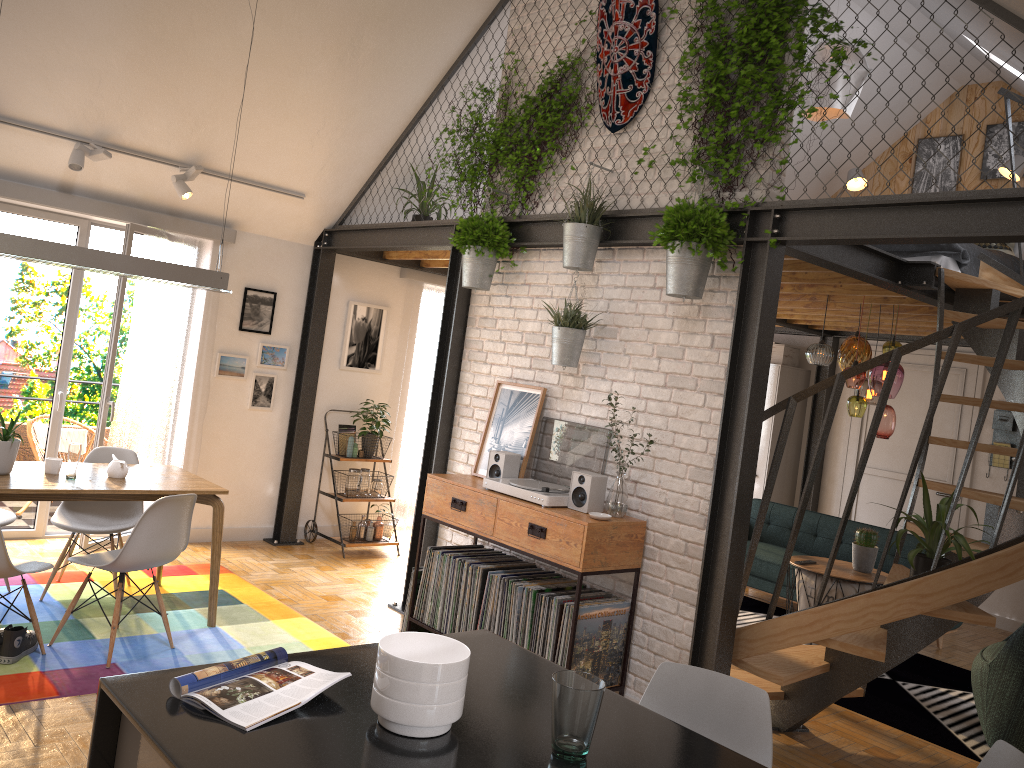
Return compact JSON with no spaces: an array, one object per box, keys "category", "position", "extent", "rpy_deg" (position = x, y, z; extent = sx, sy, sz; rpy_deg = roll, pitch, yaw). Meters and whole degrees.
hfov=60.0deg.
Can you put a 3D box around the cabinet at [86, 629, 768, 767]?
[{"category":"cabinet","position":[0.311,1.095,1.158],"extent":[0.997,1.136,2.443],"rpy_deg":[8,0,-42]}]

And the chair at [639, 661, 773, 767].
[{"category":"chair","position":[0.412,1.222,2.272],"extent":[0.405,0.867,0.428],"rpy_deg":[7,-1,29]}]

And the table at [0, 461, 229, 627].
[{"category":"table","position":[-2.370,0.850,4.635],"extent":[1.461,0.755,0.853],"rpy_deg":[7,0,-42]}]

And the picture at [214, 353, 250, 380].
[{"category":"picture","position":[-2.129,-0.134,6.743],"extent":[0.250,0.183,0.023],"rpy_deg":[8,-1,-42]}]

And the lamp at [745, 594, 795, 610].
[{"category":"lamp","position":[2.069,0.918,7.294],"extent":[0.569,1.719,2.364],"rpy_deg":[8,0,-33]}]

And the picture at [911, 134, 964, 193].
[{"category":"picture","position":[3.958,-2.034,8.254],"extent":[0.017,0.555,0.422],"rpy_deg":[9,-1,-42]}]

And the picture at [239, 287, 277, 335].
[{"category":"picture","position":[-1.963,-0.562,6.849],"extent":[0.260,0.336,0.021],"rpy_deg":[8,-1,-42]}]

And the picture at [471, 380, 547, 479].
[{"category":"picture","position":[-0.021,0.281,5.125],"extent":[0.126,0.576,0.412],"rpy_deg":[9,-1,-42]}]

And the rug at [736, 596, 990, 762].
[{"category":"rug","position":[1.825,1.776,6.232],"extent":[1.695,0.010,3.510],"rpy_deg":[7,2,-42]}]

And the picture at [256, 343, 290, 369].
[{"category":"picture","position":[-1.874,-0.219,6.958],"extent":[0.250,0.183,0.023],"rpy_deg":[8,-1,-42]}]

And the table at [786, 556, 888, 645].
[{"category":"table","position":[2.129,1.477,5.828],"extent":[0.681,0.686,0.681],"rpy_deg":[8,0,-2]}]

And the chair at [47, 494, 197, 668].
[{"category":"chair","position":[-0.993,0.083,2.695],"extent":[3.479,2.688,4.029],"rpy_deg":[8,0,-41]}]

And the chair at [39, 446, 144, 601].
[{"category":"chair","position":[-2.390,0.795,5.114],"extent":[0.464,0.802,0.543],"rpy_deg":[8,-1,-15]}]

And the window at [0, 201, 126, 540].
[{"category":"window","position":[0.818,-0.563,3.896],"extent":[7.761,4.469,8.654],"rpy_deg":[7,1,-42]}]

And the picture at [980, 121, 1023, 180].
[{"category":"picture","position":[4.357,-2.059,7.816],"extent":[0.011,0.507,0.382],"rpy_deg":[9,-1,-42]}]

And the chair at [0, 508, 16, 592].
[{"category":"chair","position":[-3.001,0.718,4.789],"extent":[0.543,0.802,0.464],"rpy_deg":[8,-1,17]}]

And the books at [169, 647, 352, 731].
[{"category":"books","position":[-0.497,0.599,1.771],"extent":[0.223,0.044,0.281],"rpy_deg":[8,1,31]}]

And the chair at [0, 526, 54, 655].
[{"category":"chair","position":[-2.325,0.829,3.898],"extent":[0.465,0.802,0.542],"rpy_deg":[8,-1,6]}]

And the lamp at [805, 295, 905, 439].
[{"category":"lamp","position":[2.360,-0.161,6.032],"extent":[0.618,1.014,0.490],"rpy_deg":[8,-1,-1]}]

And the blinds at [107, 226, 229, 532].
[{"category":"blinds","position":[-2.479,-0.016,6.343],"extent":[0.188,2.290,0.747],"rpy_deg":[7,-2,43]}]

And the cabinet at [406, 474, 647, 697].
[{"category":"cabinet","position":[0.018,1.071,4.698],"extent":[0.454,0.964,1.268],"rpy_deg":[9,0,-42]}]

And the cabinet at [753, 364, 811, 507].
[{"category":"cabinet","position":[2.265,0.757,9.430],"extent":[0.806,2.004,1.510],"rpy_deg":[9,-1,-42]}]

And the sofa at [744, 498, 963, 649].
[{"category":"sofa","position":[2.455,1.449,6.924],"extent":[0.822,0.783,1.979],"rpy_deg":[8,1,-42]}]

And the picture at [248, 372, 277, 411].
[{"category":"picture","position":[-1.949,0.059,6.924],"extent":[0.201,0.285,0.022],"rpy_deg":[8,-1,-42]}]

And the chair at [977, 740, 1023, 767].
[{"category":"chair","position":[0.977,1.303,2.152],"extent":[0.430,0.872,0.403],"rpy_deg":[8,-1,16]}]

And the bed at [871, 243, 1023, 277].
[{"category":"bed","position":[3.109,-1.123,7.350],"extent":[2.282,1.022,2.128],"rpy_deg":[7,1,-42]}]

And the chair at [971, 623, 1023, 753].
[{"category":"chair","position":[2.872,1.469,4.542],"extent":[0.903,0.965,0.894],"rpy_deg":[8,0,34]}]

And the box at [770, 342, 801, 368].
[{"category":"box","position":[2.573,-0.318,9.092],"extent":[0.643,0.218,0.375],"rpy_deg":[9,1,43]}]

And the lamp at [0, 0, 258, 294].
[{"category":"lamp","position":[-2.045,-1.485,4.692],"extent":[1.342,1.821,0.270],"rpy_deg":[8,-1,-42]}]

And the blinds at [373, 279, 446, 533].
[{"category":"blinds","position":[-0.797,0.182,7.879],"extent":[0.665,2.284,0.124],"rpy_deg":[9,-2,-41]}]

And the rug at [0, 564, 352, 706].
[{"category":"rug","position":[-2.418,1.219,4.517],"extent":[2.774,0.024,1.943],"rpy_deg":[7,2,-42]}]

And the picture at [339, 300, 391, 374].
[{"category":"picture","position":[-1.241,-0.392,7.499],"extent":[0.414,0.575,0.023],"rpy_deg":[8,-1,-42]}]

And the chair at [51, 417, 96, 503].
[{"category":"chair","position":[-3.398,0.637,6.899],"extent":[0.887,0.809,0.668],"rpy_deg":[8,0,13]}]
